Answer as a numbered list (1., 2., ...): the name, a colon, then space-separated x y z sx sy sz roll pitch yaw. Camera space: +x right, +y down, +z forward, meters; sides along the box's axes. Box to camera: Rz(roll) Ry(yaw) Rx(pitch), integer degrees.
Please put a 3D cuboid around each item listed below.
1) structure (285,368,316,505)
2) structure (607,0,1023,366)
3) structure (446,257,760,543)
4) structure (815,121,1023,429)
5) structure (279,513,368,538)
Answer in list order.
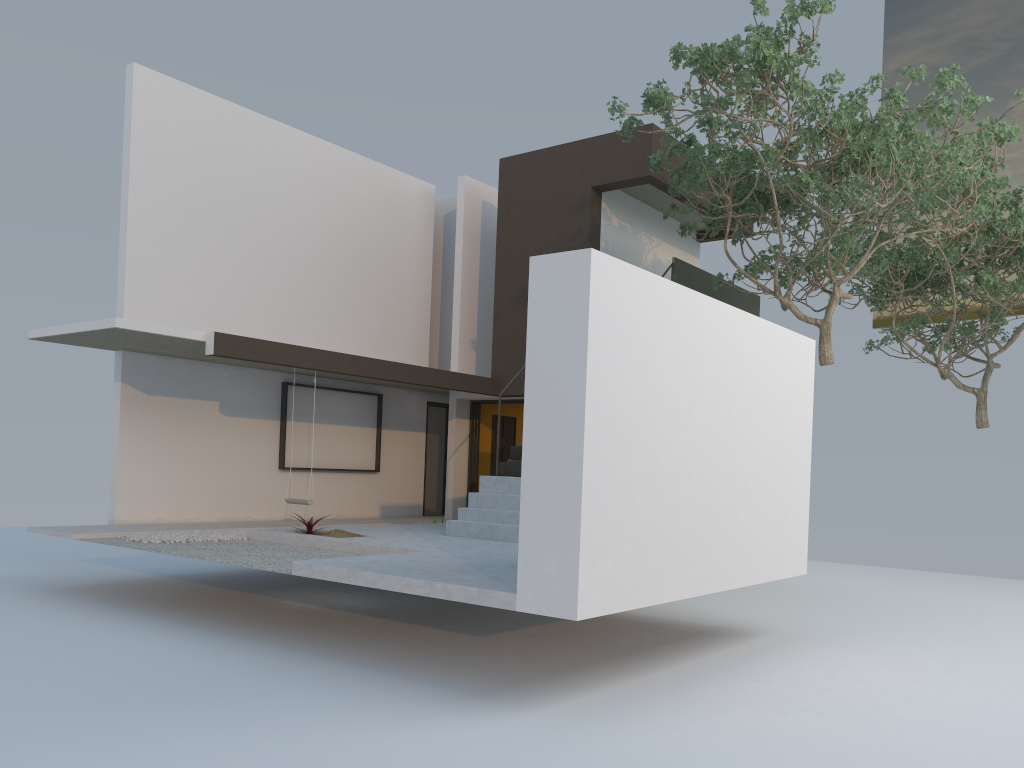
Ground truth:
1. structure: -2.721 0.632 11.474 0.461 1.866 0.129 2 0 38
2. structure: 3.743 -2.083 10.749 4.331 3.697 5.766 1 -4 18
3. structure: 1.727 0.162 12.878 1.157 3.942 6.571 2 -3 38
4. structure: 8.226 -1.565 15.612 5.504 4.698 7.329 1 -4 18
5. structure: -2.194 1.668 10.245 1.203 0.291 0.749 -2 -6 38
